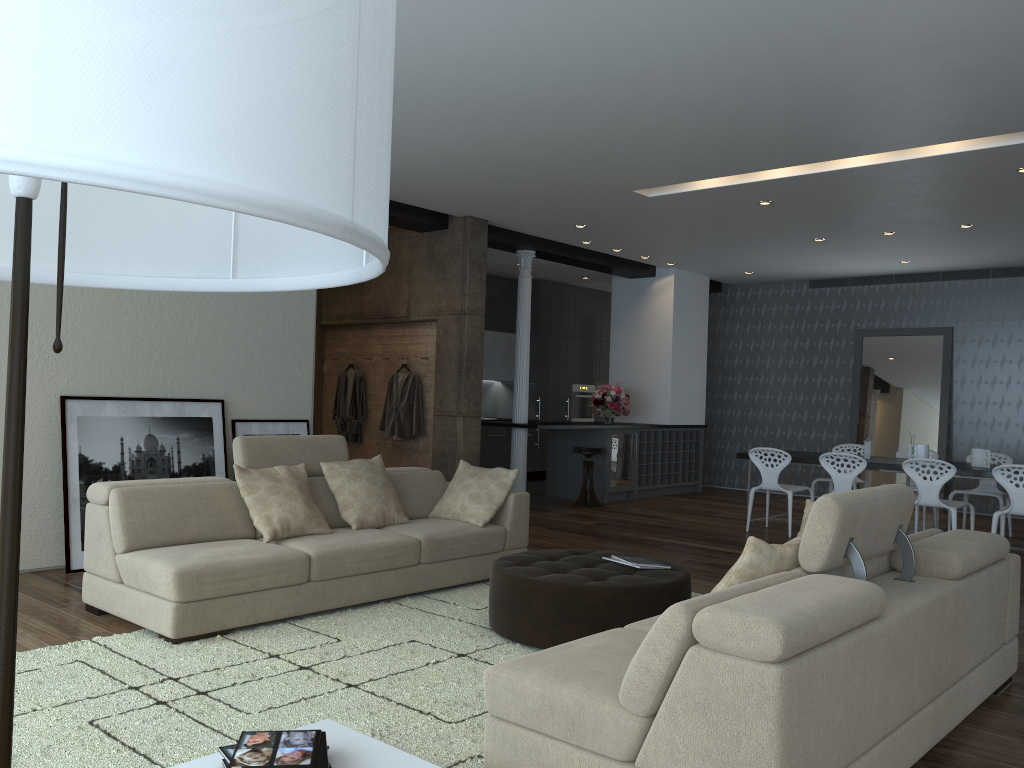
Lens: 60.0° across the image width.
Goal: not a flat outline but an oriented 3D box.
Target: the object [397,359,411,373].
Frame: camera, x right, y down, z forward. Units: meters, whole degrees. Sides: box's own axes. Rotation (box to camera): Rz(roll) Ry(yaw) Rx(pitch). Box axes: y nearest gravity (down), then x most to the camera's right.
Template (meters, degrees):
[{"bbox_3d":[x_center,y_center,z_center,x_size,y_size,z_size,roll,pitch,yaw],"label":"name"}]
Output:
[{"bbox_3d":[-1.132,-0.168,9.322,0.430,0.219,0.010,1,-1,41],"label":"object"}]

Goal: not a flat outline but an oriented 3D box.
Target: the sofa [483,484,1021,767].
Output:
[{"bbox_3d":[1.124,0.850,3.465,1.021,0.950,2.581,1,-1,41],"label":"sofa"}]

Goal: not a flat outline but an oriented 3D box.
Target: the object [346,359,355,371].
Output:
[{"bbox_3d":[-1.802,-0.182,9.926,0.430,0.219,0.010,1,-1,41],"label":"object"}]

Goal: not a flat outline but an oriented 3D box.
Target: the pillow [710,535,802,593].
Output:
[{"bbox_3d":[0.885,0.718,3.188,0.519,0.416,0.368,3,-1,-44],"label":"pillow"}]

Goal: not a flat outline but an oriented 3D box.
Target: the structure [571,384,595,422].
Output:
[{"bbox_3d":[0.928,0.305,14.116,0.591,0.596,0.595,1,-1,41],"label":"structure"}]

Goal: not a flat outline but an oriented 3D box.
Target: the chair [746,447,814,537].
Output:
[{"bbox_3d":[2.592,1.031,8.636,0.495,0.835,0.581,1,-1,41],"label":"chair"}]

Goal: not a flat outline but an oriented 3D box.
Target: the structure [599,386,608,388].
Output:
[{"bbox_3d":[1.395,0.258,14.638,0.528,0.452,0.595,1,-1,41],"label":"structure"}]

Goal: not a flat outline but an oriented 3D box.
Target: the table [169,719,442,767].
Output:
[{"bbox_3d":[-0.547,1.144,2.194,0.900,0.170,0.900,1,-1,41],"label":"table"}]

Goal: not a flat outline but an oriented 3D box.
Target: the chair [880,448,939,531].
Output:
[{"bbox_3d":[4.198,1.096,9.360,0.495,0.835,0.581,1,-1,41],"label":"chair"}]

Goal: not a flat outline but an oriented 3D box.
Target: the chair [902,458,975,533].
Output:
[{"bbox_3d":[3.664,1.053,7.676,0.495,0.835,0.581,1,-1,41],"label":"chair"}]

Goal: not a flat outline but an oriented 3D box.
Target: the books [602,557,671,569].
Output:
[{"bbox_3d":[0.660,0.953,4.725,0.219,0.031,0.300,3,-1,-34],"label":"books"}]

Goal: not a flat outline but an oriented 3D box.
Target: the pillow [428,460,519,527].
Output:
[{"bbox_3d":[-0.248,0.733,6.026,0.518,0.393,0.395,1,-1,38],"label":"pillow"}]

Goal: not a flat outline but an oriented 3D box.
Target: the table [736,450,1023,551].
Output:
[{"bbox_3d":[4.005,1.130,8.590,3.400,0.733,1.200,1,-1,41],"label":"table"}]

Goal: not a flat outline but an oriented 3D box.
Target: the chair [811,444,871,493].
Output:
[{"bbox_3d":[3.670,1.085,9.823,0.495,0.835,0.581,1,-1,41],"label":"chair"}]

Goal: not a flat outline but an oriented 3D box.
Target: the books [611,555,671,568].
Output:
[{"bbox_3d":[0.685,0.946,4.732,0.220,0.040,0.301,2,-1,-14],"label":"books"}]

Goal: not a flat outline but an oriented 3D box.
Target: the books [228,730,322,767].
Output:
[{"bbox_3d":[-0.629,0.986,2.367,0.220,0.010,0.300,2,-1,-9],"label":"books"}]

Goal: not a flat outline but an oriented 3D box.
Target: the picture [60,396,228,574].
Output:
[{"bbox_3d":[-2.522,0.669,6.202,0.225,1.140,1.183,1,-1,41],"label":"picture"}]

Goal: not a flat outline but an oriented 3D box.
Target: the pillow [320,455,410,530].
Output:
[{"bbox_3d":[-0.927,0.681,5.612,0.301,0.439,0.534,1,-1,38],"label":"pillow"}]

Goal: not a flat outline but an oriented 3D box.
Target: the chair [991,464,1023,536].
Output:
[{"bbox_3d":[4.199,1.065,7.232,0.495,0.835,0.581,1,-1,41],"label":"chair"}]

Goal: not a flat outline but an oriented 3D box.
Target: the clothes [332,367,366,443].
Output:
[{"bbox_3d":[-1.833,0.231,9.912,0.569,0.855,0.141,1,-1,42],"label":"clothes"}]

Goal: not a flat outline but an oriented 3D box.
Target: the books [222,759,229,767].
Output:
[{"bbox_3d":[-0.631,1.044,2.366,0.220,0.010,0.300,2,-1,-29],"label":"books"}]

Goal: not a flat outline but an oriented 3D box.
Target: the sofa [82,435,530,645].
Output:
[{"bbox_3d":[-1.089,0.802,5.410,1.021,0.950,2.581,1,-1,41],"label":"sofa"}]

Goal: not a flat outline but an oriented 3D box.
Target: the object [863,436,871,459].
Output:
[{"bbox_3d":[3.563,0.636,8.913,0.076,0.233,0.161,2,-1,23],"label":"object"}]

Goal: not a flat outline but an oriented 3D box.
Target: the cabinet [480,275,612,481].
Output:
[{"bbox_3d":[0.166,-0.062,13.408,0.827,2.980,7.409,1,-1,41],"label":"cabinet"}]

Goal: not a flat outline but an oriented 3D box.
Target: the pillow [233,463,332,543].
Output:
[{"bbox_3d":[-1.330,0.671,5.134,0.368,0.416,0.519,1,-1,37],"label":"pillow"}]

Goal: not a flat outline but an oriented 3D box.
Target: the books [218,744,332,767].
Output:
[{"bbox_3d":[-0.630,1.005,2.367,0.220,0.010,0.300,3,-1,-34],"label":"books"}]

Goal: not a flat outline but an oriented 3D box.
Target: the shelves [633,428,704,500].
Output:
[{"bbox_3d":[1.765,1.021,12.013,0.900,0.897,1.700,1,-1,41],"label":"shelves"}]

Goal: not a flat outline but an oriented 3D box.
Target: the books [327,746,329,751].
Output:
[{"bbox_3d":[-0.631,1.025,2.367,0.220,0.010,0.300,2,-1,1],"label":"books"}]

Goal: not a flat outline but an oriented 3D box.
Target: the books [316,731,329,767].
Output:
[{"bbox_3d":[-0.605,0.996,2.373,0.220,0.010,0.300,2,-1,-14],"label":"books"}]

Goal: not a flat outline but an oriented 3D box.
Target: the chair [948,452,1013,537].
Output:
[{"bbox_3d":[4.725,1.108,8.896,0.495,0.835,0.581,1,-1,41],"label":"chair"}]

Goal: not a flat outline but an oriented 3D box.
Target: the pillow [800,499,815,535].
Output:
[{"bbox_3d":[1.628,0.773,4.377,0.518,0.393,0.395,1,-1,45],"label":"pillow"}]

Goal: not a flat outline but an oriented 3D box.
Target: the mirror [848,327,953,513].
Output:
[{"bbox_3d":[4.933,0.423,11.340,1.200,2.294,0.240,1,-1,41],"label":"mirror"}]

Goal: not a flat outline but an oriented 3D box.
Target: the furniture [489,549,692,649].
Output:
[{"bbox_3d":[0.408,1.121,4.683,1.057,0.355,1.057,1,-1,43],"label":"furniture"}]

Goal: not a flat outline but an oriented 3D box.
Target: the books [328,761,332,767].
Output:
[{"bbox_3d":[-0.606,1.016,2.373,0.220,0.010,0.300,2,-1,-24],"label":"books"}]

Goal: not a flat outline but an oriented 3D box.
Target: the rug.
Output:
[{"bbox_3d":[-0.162,1.278,4.003,2.972,0.020,4.231,1,-1,41],"label":"rug"}]

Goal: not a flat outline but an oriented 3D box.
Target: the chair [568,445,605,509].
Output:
[{"bbox_3d":[2.821,1.217,7.451,21.556,0.952,16.134,1,-1,41],"label":"chair"}]

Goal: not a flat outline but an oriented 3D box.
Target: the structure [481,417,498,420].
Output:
[{"bbox_3d":[-0.689,0.486,12.400,0.520,0.066,0.900,1,-1,41],"label":"structure"}]

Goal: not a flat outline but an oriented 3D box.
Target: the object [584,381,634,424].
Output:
[{"bbox_3d":[1.246,0.229,11.253,0.544,0.552,0.570,3,-1,-43],"label":"object"}]

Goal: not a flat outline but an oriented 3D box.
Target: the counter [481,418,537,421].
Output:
[{"bbox_3d":[-1.122,0.574,11.972,0.807,0.223,3.597,1,-1,41],"label":"counter"}]

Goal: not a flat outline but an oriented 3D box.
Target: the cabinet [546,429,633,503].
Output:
[{"bbox_3d":[0.993,0.981,11.133,0.900,0.897,0.642,1,-1,41],"label":"cabinet"}]

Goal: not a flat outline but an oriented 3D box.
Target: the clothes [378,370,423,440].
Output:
[{"bbox_3d":[-1.163,0.219,9.312,0.700,0.735,0.173,1,-1,40],"label":"clothes"}]

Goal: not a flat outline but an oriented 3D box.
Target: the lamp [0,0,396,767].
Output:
[{"bbox_3d":[-0.487,0.363,0.844,0.698,1.728,0.698,2,-1,-25],"label":"lamp"}]

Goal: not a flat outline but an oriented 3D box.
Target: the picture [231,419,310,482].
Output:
[{"bbox_3d":[-1.861,0.778,6.976,0.195,0.988,0.700,1,-1,41],"label":"picture"}]

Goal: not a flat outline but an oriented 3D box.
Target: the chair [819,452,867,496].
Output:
[{"bbox_3d":[3.116,1.042,8.169,0.495,0.835,0.581,1,-1,41],"label":"chair"}]

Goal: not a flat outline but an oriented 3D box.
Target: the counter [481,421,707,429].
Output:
[{"bbox_3d":[1.122,0.519,11.269,1.000,0.040,3.700,1,-1,41],"label":"counter"}]

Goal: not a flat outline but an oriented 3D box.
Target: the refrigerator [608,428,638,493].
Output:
[{"bbox_3d":[1.338,0.930,10.871,0.578,0.774,0.075,3,-1,-45],"label":"refrigerator"}]
